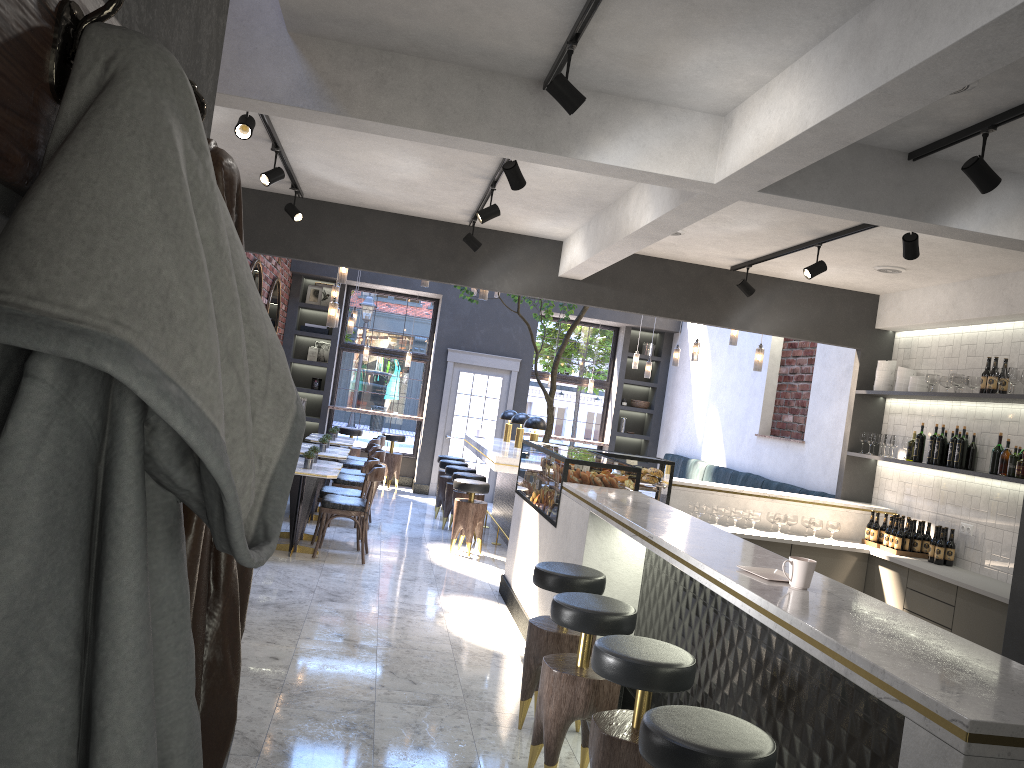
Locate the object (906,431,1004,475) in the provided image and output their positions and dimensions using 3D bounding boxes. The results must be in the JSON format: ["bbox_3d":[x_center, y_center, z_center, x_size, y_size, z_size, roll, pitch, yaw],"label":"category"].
[{"bbox_3d":[3.307,0.481,6.656,0.082,0.294,1.100,8,-1,-7],"label":"object"}]

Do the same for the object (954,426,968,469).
[{"bbox_3d":[3.332,0.471,6.569,0.072,0.319,0.072,8,0,-24],"label":"object"}]

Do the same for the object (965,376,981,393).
[{"bbox_3d":[3.457,0.020,6.656,0.114,0.147,0.114,8,0,-3],"label":"object"}]

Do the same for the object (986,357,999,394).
[{"bbox_3d":[3.427,-0.054,6.309,0.069,0.279,0.070,8,0,44],"label":"object"}]

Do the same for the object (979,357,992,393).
[{"bbox_3d":[3.417,-0.055,6.381,0.070,0.279,0.069,8,0,-1],"label":"object"}]

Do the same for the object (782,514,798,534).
[{"bbox_3d":[2.279,1.146,7.264,0.114,0.147,0.114,8,0,-3],"label":"object"}]

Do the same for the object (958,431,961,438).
[{"bbox_3d":[3.394,0.501,6.753,0.065,0.280,0.065,8,0,35],"label":"object"}]

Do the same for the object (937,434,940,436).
[{"bbox_3d":[3.346,0.515,6.993,0.082,0.246,0.082,8,0,19],"label":"object"}]

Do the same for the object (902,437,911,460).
[{"bbox_3d":[3.260,0.533,7.341,0.070,0.188,0.070,8,0,6],"label":"object"}]

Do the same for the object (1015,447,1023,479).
[{"bbox_3d":[3.432,0.530,5.982,0.082,0.215,0.257,8,-1,19],"label":"object"}]

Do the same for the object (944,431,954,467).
[{"bbox_3d":[3.382,0.501,6.836,0.065,0.280,0.065,8,0,35],"label":"object"}]

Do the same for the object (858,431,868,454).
[{"bbox_3d":[3.086,0.514,7.793,0.070,0.188,0.070,8,0,-17],"label":"object"}]

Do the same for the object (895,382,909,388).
[{"bbox_3d":[3.309,0.024,7.466,0.153,0.074,0.154,8,-1,-5],"label":"object"}]

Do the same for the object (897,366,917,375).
[{"bbox_3d":[3.325,-0.102,7.461,0.154,0.076,0.153,8,-1,13],"label":"object"}]

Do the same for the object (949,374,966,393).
[{"bbox_3d":[3.328,0.002,6.638,0.114,0.147,0.114,8,0,-3],"label":"object"}]

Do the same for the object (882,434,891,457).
[{"bbox_3d":[3.136,0.516,7.442,0.070,0.188,0.070,8,0,-17],"label":"object"}]

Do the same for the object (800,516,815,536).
[{"bbox_3d":[2.427,1.167,7.285,0.114,0.147,0.114,8,0,-3],"label":"object"}]

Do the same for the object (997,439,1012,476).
[{"bbox_3d":[3.382,0.502,6.068,0.077,0.257,0.076,8,0,-37],"label":"object"}]

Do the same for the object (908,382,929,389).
[{"bbox_3d":[3.336,0.025,7.274,0.153,0.074,0.154,8,-1,-5],"label":"object"}]

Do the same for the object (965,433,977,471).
[{"bbox_3d":[3.417,0.502,6.587,0.065,0.280,0.065,8,0,35],"label":"object"}]

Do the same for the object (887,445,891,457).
[{"bbox_3d":[3.227,0.531,7.574,0.070,0.188,0.070,8,0,-17],"label":"object"}]

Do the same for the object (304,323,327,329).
[{"bbox_3d":[-3.007,-0.879,13.548,0.327,0.039,0.227,8,-1,-18],"label":"object"}]

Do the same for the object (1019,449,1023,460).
[{"bbox_3d":[3.473,0.495,5.998,0.081,0.294,0.081,8,0,19],"label":"object"}]

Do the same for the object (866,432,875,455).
[{"bbox_3d":[3.103,0.515,7.676,0.070,0.188,0.070,8,0,-17],"label":"object"}]

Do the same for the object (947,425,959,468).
[{"bbox_3d":[3.321,0.470,6.652,0.072,0.319,0.072,8,0,-24],"label":"object"}]

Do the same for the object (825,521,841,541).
[{"bbox_3d":[2.593,1.189,7.176,0.114,0.147,0.114,8,0,-3],"label":"object"}]

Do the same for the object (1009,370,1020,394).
[{"bbox_3d":[3.501,-0.002,6.188,0.070,0.188,0.070,8,0,6],"label":"object"}]

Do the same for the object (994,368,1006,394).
[{"bbox_3d":[3.393,-0.018,6.172,0.070,0.188,0.070,8,0,6],"label":"object"}]

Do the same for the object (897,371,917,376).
[{"bbox_3d":[3.319,-0.067,7.463,0.153,0.060,0.153,8,-1,-26],"label":"object"}]

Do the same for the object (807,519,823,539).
[{"bbox_3d":[2.445,1.168,7.155,0.114,0.147,0.114,8,0,-3],"label":"object"}]

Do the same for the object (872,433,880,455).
[{"bbox_3d":[3.194,0.530,7.808,0.070,0.188,0.070,8,0,-17],"label":"object"}]

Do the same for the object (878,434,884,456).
[{"bbox_3d":[3.210,0.530,7.691,0.070,0.188,0.070,8,0,-17],"label":"object"}]

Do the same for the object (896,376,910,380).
[{"bbox_3d":[3.316,-0.038,7.464,0.154,0.075,0.153,9,-1,-41],"label":"object"}]

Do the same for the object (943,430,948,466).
[{"bbox_3d":[3.370,0.500,6.919,0.065,0.280,0.065,8,0,35],"label":"object"}]

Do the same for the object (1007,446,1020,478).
[{"bbox_3d":[3.390,0.524,5.988,0.065,0.215,0.066,8,0,19],"label":"object"}]

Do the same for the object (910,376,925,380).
[{"bbox_3d":[3.343,-0.037,7.272,0.154,0.075,0.153,9,-1,-41],"label":"object"}]

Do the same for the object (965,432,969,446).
[{"bbox_3d":[3.405,0.502,6.670,0.065,0.280,0.065,8,0,35],"label":"object"}]

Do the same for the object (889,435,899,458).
[{"bbox_3d":[3.152,0.517,7.325,0.070,0.188,0.070,8,0,6],"label":"object"}]

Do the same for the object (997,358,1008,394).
[{"bbox_3d":[3.502,-0.044,6.318,0.069,0.279,0.070,8,0,14],"label":"object"}]

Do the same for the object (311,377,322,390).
[{"bbox_3d":[-2.987,-0.001,13.545,0.152,0.181,0.152,8,-1,30],"label":"object"}]

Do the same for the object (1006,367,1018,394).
[{"bbox_3d":[3.410,-0.017,6.055,0.070,0.188,0.070,8,0,-17],"label":"object"}]

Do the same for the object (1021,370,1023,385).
[{"bbox_3d":[3.518,-0.002,6.071,0.070,0.188,0.070,8,0,-17],"label":"object"}]

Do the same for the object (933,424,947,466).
[{"bbox_3d":[3.297,0.469,6.818,0.072,0.319,0.072,8,0,-24],"label":"object"}]

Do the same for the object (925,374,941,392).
[{"bbox_3d":[3.286,0.000,6.937,0.114,0.147,0.114,8,0,-3],"label":"object"}]

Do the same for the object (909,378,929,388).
[{"bbox_3d":[3.341,-0.004,7.273,0.153,0.062,0.153,8,-1,21],"label":"object"}]

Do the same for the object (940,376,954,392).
[{"bbox_3d":[3.415,0.018,6.955,0.114,0.147,0.114,8,0,-3],"label":"object"}]

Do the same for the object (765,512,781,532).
[{"bbox_3d":[2.131,1.124,7.243,0.114,0.147,0.114,8,0,-3],"label":"object"}]

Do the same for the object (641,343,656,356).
[{"bbox_3d":[2.210,-0.554,14.329,0.214,0.215,0.213,8,-1,1],"label":"object"}]

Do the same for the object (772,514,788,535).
[{"bbox_3d":[2.149,1.125,7.112,0.114,0.147,0.114,8,0,-3],"label":"object"}]

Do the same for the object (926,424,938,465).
[{"bbox_3d":[3.285,0.469,6.901,0.072,0.319,0.072,8,0,-24],"label":"object"}]

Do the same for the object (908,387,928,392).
[{"bbox_3d":[3.328,0.060,7.276,0.153,0.055,0.153,7,-1,44],"label":"object"}]

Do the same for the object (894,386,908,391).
[{"bbox_3d":[3.301,0.059,7.468,0.153,0.055,0.153,7,-1,44],"label":"object"}]

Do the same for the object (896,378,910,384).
[{"bbox_3d":[3.314,-0.006,7.465,0.153,0.062,0.153,8,-1,21],"label":"object"}]

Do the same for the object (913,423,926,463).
[{"bbox_3d":[3.260,0.468,7.080,0.072,0.319,0.072,8,0,-24],"label":"object"}]

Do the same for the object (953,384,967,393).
[{"bbox_3d":[3.436,0.019,6.806,0.114,0.147,0.114,8,0,-3],"label":"object"}]

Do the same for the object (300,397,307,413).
[{"bbox_3d":[-3.268,0.316,13.525,0.250,0.323,0.241,8,0,-8],"label":"object"}]

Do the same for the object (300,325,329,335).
[{"bbox_3d":[-3.009,-0.818,13.537,0.412,0.084,0.286,8,-1,-8],"label":"object"}]
